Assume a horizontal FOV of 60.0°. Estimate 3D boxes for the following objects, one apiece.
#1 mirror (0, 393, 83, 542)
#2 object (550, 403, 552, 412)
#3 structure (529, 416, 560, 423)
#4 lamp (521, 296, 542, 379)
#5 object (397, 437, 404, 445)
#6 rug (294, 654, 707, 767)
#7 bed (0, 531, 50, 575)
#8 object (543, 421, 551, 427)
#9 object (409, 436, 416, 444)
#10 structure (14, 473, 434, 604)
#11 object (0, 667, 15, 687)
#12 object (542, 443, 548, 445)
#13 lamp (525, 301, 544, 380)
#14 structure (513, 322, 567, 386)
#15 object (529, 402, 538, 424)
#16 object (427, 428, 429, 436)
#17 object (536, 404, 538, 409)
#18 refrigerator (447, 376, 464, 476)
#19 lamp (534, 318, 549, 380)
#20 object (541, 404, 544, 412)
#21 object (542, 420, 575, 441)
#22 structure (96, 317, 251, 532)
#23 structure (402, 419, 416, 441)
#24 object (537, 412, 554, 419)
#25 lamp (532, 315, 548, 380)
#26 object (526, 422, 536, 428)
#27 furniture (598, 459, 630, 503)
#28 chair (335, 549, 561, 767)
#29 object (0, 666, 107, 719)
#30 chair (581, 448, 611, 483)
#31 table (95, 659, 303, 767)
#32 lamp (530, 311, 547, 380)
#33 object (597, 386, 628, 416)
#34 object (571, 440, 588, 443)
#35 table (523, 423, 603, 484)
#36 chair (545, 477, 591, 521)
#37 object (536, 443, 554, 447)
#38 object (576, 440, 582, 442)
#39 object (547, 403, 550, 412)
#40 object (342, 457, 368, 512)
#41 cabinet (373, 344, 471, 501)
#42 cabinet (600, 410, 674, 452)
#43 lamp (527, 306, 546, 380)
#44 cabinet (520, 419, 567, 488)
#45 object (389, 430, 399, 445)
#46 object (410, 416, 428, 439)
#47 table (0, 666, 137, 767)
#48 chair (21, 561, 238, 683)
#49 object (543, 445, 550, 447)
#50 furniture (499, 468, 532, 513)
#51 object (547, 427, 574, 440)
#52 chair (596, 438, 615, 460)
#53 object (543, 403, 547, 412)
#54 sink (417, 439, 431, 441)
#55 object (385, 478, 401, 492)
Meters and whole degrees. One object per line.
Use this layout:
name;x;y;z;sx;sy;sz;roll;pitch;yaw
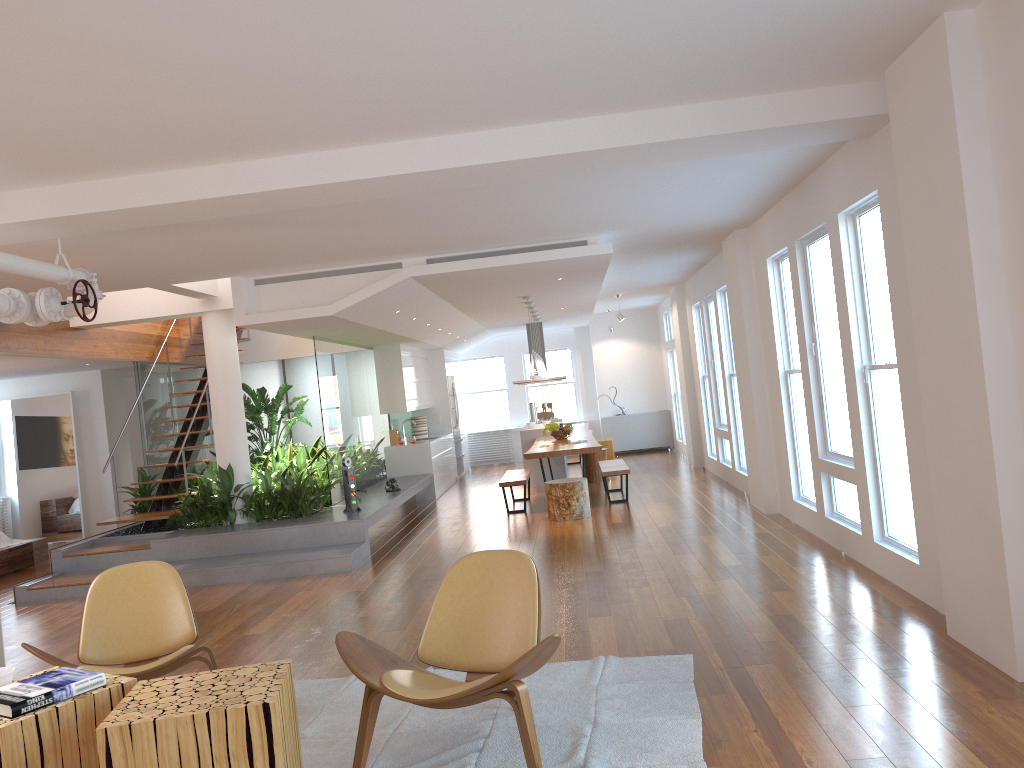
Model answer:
mirror;-6.735;1.216;12.461;1.267;2.044;0.049;-6;0;4
object;0.695;0.476;15.661;0.057;0.294;0.030;-6;0;4
structure;0.558;0.611;15.213;0.520;0.073;0.650;-6;0;4
lamp;0.230;-0.592;10.609;0.160;1.060;0.160;-6;0;31
object;-1.632;0.836;12.998;0.094;0.106;0.094;-6;0;9
rug;-1.063;1.547;3.021;3.525;0.057;3.478;-6;0;8
bed;-6.760;1.943;9.544;2.314;0.595;2.207;-6;0;4
object;0.527;0.595;13.212;0.152;0.082;0.152;-6;0;-36
object;-1.455;0.816;12.940;0.094;0.106;0.094;-6;0;9
structure;-2.772;1.635;10.669;3.088;0.386;5.584;-6;0;4
object;-1.912;1.107;3.267;0.152;0.082;0.152;-6;0;-36
object;0.409;0.747;10.907;0.070;0.030;0.079;-6;0;-33
lamp;0.275;-0.592;11.330;0.160;1.060;0.160;-6;0;31
structure;0.415;-0.712;15.194;0.909;1.405;0.900;-6;0;4
object;0.372;0.486;14.766;0.172;0.356;0.120;-6;-1;-38
object;-1.526;0.801;14.952;0.284;0.196;0.265;-6;-1;-44
object;0.442;0.502;15.677;0.055;0.299;0.027;-6;0;4
refrigerator;-1.274;0.771;15.744;0.725;1.772;0.908;-6;0;4
lamp;0.459;-0.592;14.217;0.160;1.060;0.160;-6;0;31
object;0.560;0.490;15.669;0.061;0.299;0.040;-6;0;1
object;0.629;0.609;11.884;0.394;0.284;0.292;-6;0;-32
structure;-3.166;-0.415;11.358;2.552;4.265;4.591;-6;0;4
structure;-1.607;0.816;14.014;0.248;0.536;0.115;-6;0;4
object;0.568;0.569;15.659;0.353;0.157;0.084;-6;0;4
lamp;0.413;-0.592;13.495;0.160;1.060;0.160;-6;0;31
object;0.288;0.622;13.351;0.152;0.082;0.152;-7;-1;43
furniture;1.255;1.184;10.839;0.316;0.389;1.433;-6;0;4
chair;-0.154;1.116;3.473;0.867;0.752;0.856;-6;0;-36
object;-1.684;1.098;3.169;0.279;0.048;0.334;-6;0;35
chair;1.195;1.173;12.723;0.396;0.455;0.402;-6;0;-6
table;-1.034;1.319;3.043;0.548;0.534;0.489;-6;0;-8
lamp;0.367;-0.592;12.774;0.160;1.060;0.160;-6;0;31
object;1.915;0.326;16.818;0.590;0.563;0.210;-6;0;-25
object;0.825;0.707;10.833;0.222;0.020;0.222;-6;0;-4
table;0.797;1.087;12.877;0.893;0.704;5.996;-6;0;4
chair;0.600;1.237;9.539;0.460;0.400;0.460;-6;0;14
object;0.409;0.753;10.907;0.222;0.020;0.222;-7;-1;44
object;0.824;0.701;10.833;0.070;0.030;0.079;-6;-1;-43
object;0.657;0.480;15.646;0.068;0.298;0.039;-6;0;4
object;-1.613;1.024;9.052;0.318;0.565;0.134;-7;-1;40
cabinet;-1.398;0.563;15.008;0.676;2.280;4.565;-6;0;4
cabinet;2.369;0.925;16.833;1.309;0.725;0.420;-6;0;4
lamp;0.321;-0.592;12.052;0.160;1.060;0.160;-6;0;31
cabinet;0.547;1.060;14.292;0.597;0.832;2.936;-6;0;4
object;-1.761;0.798;13.278;0.104;0.222;0.200;-6;0;4
object;-1.526;0.715;14.565;0.267;0.356;0.266;-6;0;29
table;-1.723;1.395;3.235;0.548;0.534;0.489;-6;0;34
chair;-1.747;1.295;4.294;0.856;0.752;0.867;-6;0;9
object;0.387;0.758;10.773;0.149;0.014;0.044;-6;0;2
furniture;0.071;1.313;10.914;0.316;0.389;1.433;-6;0;4
object;0.660;0.669;11.868;0.360;0.159;0.360;-6;0;-33
chair;1.541;1.157;14.921;0.344;0.430;0.549;-6;0;8
object;0.593;0.487;15.647;0.057;0.299;0.019;-6;0;4
sink;-1.395;0.991;13.973;0.449;0.192;0.666;-6;0;4
object;-1.466;1.222;10.762;0.216;0.155;0.181;-6;0;-32
